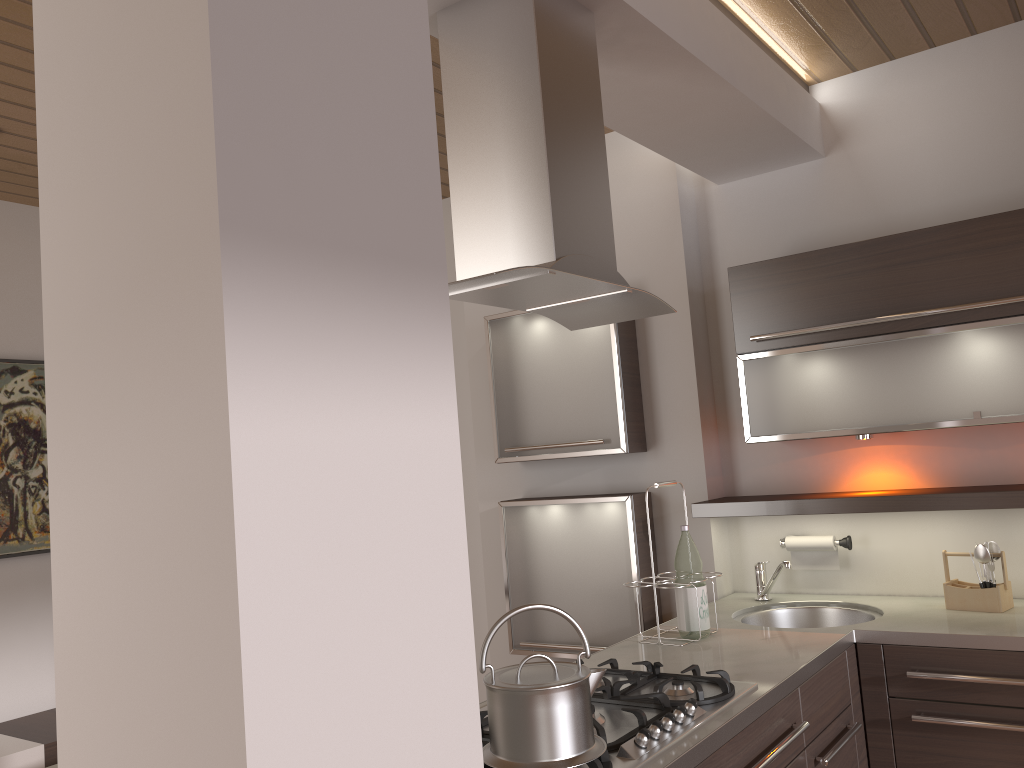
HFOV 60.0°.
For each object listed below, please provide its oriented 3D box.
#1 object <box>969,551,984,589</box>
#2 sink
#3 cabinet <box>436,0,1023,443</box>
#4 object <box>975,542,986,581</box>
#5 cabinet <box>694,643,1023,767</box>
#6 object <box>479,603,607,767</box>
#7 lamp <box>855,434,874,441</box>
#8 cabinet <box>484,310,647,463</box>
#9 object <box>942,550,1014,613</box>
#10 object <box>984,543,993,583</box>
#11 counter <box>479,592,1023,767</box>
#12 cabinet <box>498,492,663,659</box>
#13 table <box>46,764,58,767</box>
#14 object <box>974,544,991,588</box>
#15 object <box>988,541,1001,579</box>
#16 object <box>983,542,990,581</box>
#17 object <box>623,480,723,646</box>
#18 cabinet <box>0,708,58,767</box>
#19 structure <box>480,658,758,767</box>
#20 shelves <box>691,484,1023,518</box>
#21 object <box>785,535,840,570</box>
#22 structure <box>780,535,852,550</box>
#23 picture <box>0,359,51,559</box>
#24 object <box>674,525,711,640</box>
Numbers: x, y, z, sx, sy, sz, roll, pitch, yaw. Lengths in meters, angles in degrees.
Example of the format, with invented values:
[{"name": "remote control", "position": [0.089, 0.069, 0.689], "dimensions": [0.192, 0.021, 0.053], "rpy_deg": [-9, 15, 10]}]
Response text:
[{"name": "object", "position": [1.381, 0.578, 2.619], "dimensions": [0.044, 0.178, 0.019], "rpy_deg": [-5, -5, 10]}, {"name": "sink", "position": [0.909, 0.741, 2.799], "dimensions": [0.494, 0.347, 0.450], "rpy_deg": [-9, -7, 41]}, {"name": "cabinet", "position": [0.871, -0.403, 2.081], "dimensions": [1.399, 1.032, 2.058], "rpy_deg": [-9, -6, 39]}, {"name": "object", "position": [1.397, 0.568, 2.629], "dimensions": [0.022, 0.196, 0.018], "rpy_deg": [-8, -6, 37]}, {"name": "cabinet", "position": [0.978, 1.107, 1.838], "dimensions": [1.850, 0.870, 2.150], "rpy_deg": [-8, -6, 35]}, {"name": "object", "position": [0.044, 0.509, 1.544], "dimensions": [0.221, 0.251, 0.221], "rpy_deg": [-7, -6, 28]}, {"name": "lamp", "position": [1.150, 0.174, 2.894], "dimensions": [0.056, 0.018, 0.056], "rpy_deg": [-5, -5, 7]}, {"name": "cabinet", "position": [0.169, -0.014, 3.403], "dimensions": [0.619, 0.600, 0.172], "rpy_deg": [-6, -5, 21]}, {"name": "object", "position": [1.393, 0.586, 2.661], "dimensions": [0.100, 0.170, 0.173], "rpy_deg": [0, -7, -43]}, {"name": "object", "position": [1.402, 0.566, 2.607], "dimensions": [0.018, 0.196, 0.023], "rpy_deg": [-8, -6, 37]}, {"name": "counter", "position": [0.942, 0.657, 1.877], "dimensions": [1.850, 0.036, 2.150], "rpy_deg": [-8, -6, 35]}, {"name": "cabinet", "position": [0.248, 0.734, 3.397], "dimensions": [0.598, 0.600, 0.194], "rpy_deg": [-8, -6, 35]}, {"name": "table", "position": [-0.603, 1.315, 2.139], "dimensions": [1.100, 0.758, 0.800], "rpy_deg": [-8, -6, 35]}, {"name": "object", "position": [1.390, 0.563, 2.593], "dimensions": [0.042, 0.192, 0.040], "rpy_deg": [-4, -5, -8]}, {"name": "object", "position": [1.425, 0.563, 2.628], "dimensions": [0.042, 0.192, 0.040], "rpy_deg": [-4, -5, -6]}, {"name": "object", "position": [1.409, 0.567, 2.627], "dimensions": [0.020, 0.196, 0.017], "rpy_deg": [-1, -6, -31]}, {"name": "object", "position": [0.470, 0.514, 2.610], "dimensions": [0.210, 0.453, 0.291], "rpy_deg": [-9, -7, 40]}, {"name": "cabinet", "position": [-1.915, 1.572, 3.025], "dimensions": [0.540, 0.608, 1.740], "rpy_deg": [-8, -6, 35]}, {"name": "structure", "position": [0.122, 0.677, 1.821], "dimensions": [0.494, 0.047, 0.797], "rpy_deg": [-8, -6, 35]}, {"name": "shelves", "position": [1.460, 0.337, 2.663], "dimensions": [1.850, 0.050, 0.313], "rpy_deg": [-8, -6, 35]}, {"name": "object", "position": [1.032, 0.583, 3.053], "dimensions": [0.165, 0.119, 0.053], "rpy_deg": [-8, -6, 35]}, {"name": "structure", "position": [1.056, 0.548, 3.068], "dimensions": [0.237, 0.049, 0.087], "rpy_deg": [-8, -6, 36]}, {"name": "picture", "position": [-2.212, 0.289, 3.342], "dimensions": [0.018, 0.801, 1.277], "rpy_deg": [-8, -6, 35]}, {"name": "object", "position": [0.515, 0.571, 2.570], "dimensions": [0.091, 0.319, 0.091], "rpy_deg": [-3, -5, -19]}]
